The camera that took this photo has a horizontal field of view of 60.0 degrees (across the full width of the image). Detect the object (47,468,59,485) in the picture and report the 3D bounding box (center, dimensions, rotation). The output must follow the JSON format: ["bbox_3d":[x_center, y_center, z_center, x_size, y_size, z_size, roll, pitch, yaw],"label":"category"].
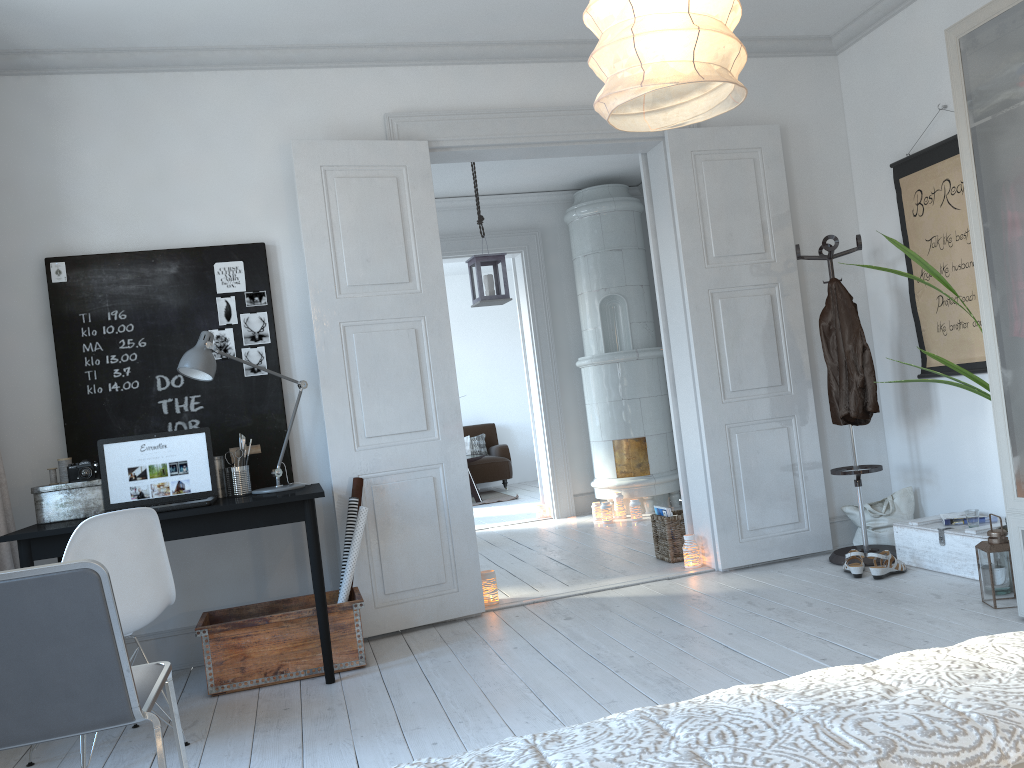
[{"bbox_3d":[-1.936,0.389,3.741,0.039,0.069,0.040,-7,-1,-26],"label":"object"}]

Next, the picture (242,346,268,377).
[{"bbox_3d":[-1.199,-0.107,4.130,0.103,0.136,0.001,-7,-1,-14],"label":"picture"}]

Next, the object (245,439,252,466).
[{"bbox_3d":[-1.171,0.365,3.906,0.084,0.240,0.009,-7,-1,-37],"label":"object"}]

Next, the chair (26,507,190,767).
[{"bbox_3d":[-1.387,0.837,2.979,0.555,0.824,0.474,-8,-1,41],"label":"chair"}]

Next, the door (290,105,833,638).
[{"bbox_3d":[0.288,-0.167,4.679,2.597,2.505,0.578,-7,-1,-14],"label":"door"}]

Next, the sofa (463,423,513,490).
[{"bbox_3d":[-1.129,1.007,10.878,2.164,0.824,0.969,-7,-1,-14],"label":"sofa"}]

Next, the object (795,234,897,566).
[{"bbox_3d":[1.730,0.077,4.573,0.374,1.658,0.375,-7,-1,-7],"label":"object"}]

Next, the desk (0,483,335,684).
[{"bbox_3d":[-1.327,0.882,3.652,1.159,0.759,0.651,-7,-1,-14],"label":"desk"}]

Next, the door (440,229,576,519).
[{"bbox_3d":[-0.441,0.001,7.603,2.597,2.505,0.578,-7,-1,-14],"label":"door"}]

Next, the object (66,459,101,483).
[{"bbox_3d":[-1.761,0.356,3.648,0.137,0.087,0.073,-7,-1,-14],"label":"object"}]

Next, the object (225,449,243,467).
[{"bbox_3d":[-1.221,0.389,3.904,0.081,0.198,0.050,-7,-1,11],"label":"object"}]

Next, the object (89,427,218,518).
[{"bbox_3d":[-1.440,0.354,3.556,0.445,0.315,0.326,-7,-1,-14],"label":"object"}]

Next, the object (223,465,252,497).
[{"bbox_3d":[-1.203,0.427,3.896,0.108,0.128,0.108,-7,-1,1],"label":"object"}]

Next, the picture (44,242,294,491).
[{"bbox_3d":[-1.554,-0.032,4.070,0.952,1.172,0.064,-7,-1,-14],"label":"picture"}]

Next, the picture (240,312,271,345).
[{"bbox_3d":[-1.198,-0.261,4.136,0.121,0.152,0.002,-7,-1,-14],"label":"picture"}]

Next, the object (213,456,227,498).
[{"bbox_3d":[-1.310,0.417,3.943,0.078,0.188,0.079,-7,-1,-35],"label":"object"}]

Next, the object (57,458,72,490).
[{"bbox_3d":[-1.868,0.375,3.690,0.056,0.130,0.167,-7,-1,-16],"label":"object"}]

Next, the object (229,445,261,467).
[{"bbox_3d":[-1.177,0.382,3.959,0.138,0.209,0.034,-6,-1,-34],"label":"object"}]

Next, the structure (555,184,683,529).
[{"bbox_3d":[0.819,-0.240,7.366,0.801,2.827,1.247,-7,-1,31],"label":"structure"}]

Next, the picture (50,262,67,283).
[{"bbox_3d":[-2.017,-0.497,3.943,0.061,0.088,0.004,-7,-1,-17],"label":"picture"}]

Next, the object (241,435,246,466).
[{"bbox_3d":[-1.190,0.355,3.917,0.012,0.264,0.062,-7,-1,28],"label":"object"}]

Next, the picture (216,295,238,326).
[{"bbox_3d":[-1.321,-0.339,4.110,0.083,0.146,0.002,-7,-1,-14],"label":"picture"}]

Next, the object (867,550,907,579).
[{"bbox_3d":[1.773,0.833,4.176,0.272,0.126,0.099,-6,-1,-42],"label":"object"}]

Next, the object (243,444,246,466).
[{"bbox_3d":[-1.183,0.376,3.908,0.009,0.222,0.082,-7,-1,15],"label":"object"}]

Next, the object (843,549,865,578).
[{"bbox_3d":[1.652,0.851,4.290,0.099,0.126,0.272,-7,-1,18],"label":"object"}]

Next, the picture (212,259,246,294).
[{"bbox_3d":[-1.308,-0.502,4.119,0.147,0.154,0.004,-7,-1,-14],"label":"picture"}]

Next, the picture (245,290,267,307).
[{"bbox_3d":[-1.196,-0.401,4.144,0.095,0.071,0.001,-7,-1,-14],"label":"picture"}]

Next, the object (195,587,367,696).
[{"bbox_3d":[-0.955,1.077,3.737,0.664,0.282,0.340,-7,-1,-14],"label":"object"}]

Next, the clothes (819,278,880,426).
[{"bbox_3d":[1.701,-0.164,4.503,0.237,0.770,0.211,-7,-1,19],"label":"clothes"}]

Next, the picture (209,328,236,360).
[{"bbox_3d":[-1.339,-0.184,4.098,0.107,0.150,0.001,-7,-1,-14],"label":"picture"}]

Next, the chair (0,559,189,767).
[{"bbox_3d":[-1.038,0.781,1.984,0.562,0.797,0.525,-7,-1,-14],"label":"chair"}]

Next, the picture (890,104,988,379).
[{"bbox_3d":[2.152,-0.700,4.263,0.057,1.313,0.793,-7,-1,-14],"label":"picture"}]
